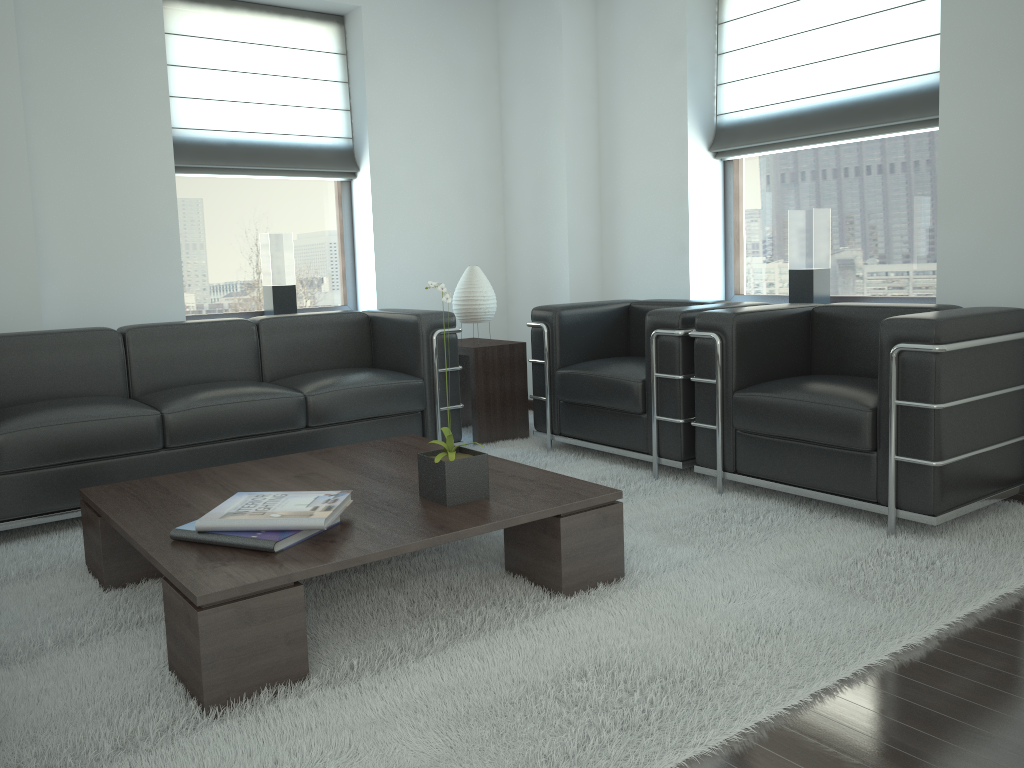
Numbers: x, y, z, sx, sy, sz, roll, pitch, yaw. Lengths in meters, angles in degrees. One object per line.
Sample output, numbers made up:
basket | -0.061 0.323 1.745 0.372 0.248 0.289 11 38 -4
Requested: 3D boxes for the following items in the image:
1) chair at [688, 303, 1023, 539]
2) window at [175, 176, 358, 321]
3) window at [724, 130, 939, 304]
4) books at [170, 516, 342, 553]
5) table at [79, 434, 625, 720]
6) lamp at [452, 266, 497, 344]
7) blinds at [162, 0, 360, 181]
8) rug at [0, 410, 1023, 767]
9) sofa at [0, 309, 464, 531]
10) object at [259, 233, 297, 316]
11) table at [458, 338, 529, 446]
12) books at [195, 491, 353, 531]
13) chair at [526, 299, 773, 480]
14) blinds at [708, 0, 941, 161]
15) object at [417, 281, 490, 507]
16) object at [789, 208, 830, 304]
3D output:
chair | 2.010 0.130 5.260 1.125 1.166 1.649 -7 9 -36
window | -2.229 -1.908 7.786 1.703 2.723 0.146 -7 8 -36
window | 2.512 -1.941 6.818 0.146 2.723 2.136 -6 8 -36
books | -1.040 0.583 3.636 0.518 0.045 0.447 2 9 24
table | -0.830 0.728 4.297 1.939 0.439 1.924 -8 10 -36
lamp | -0.314 -0.668 7.444 0.374 0.652 0.376 -3 7 -7
blinds | -2.151 -2.516 7.595 1.689 1.471 0.222 -7 8 -36
rug | -0.790 0.839 4.865 6.263 0.110 5.178 -8 10 -36
sofa | -2.039 0.169 6.015 3.483 1.166 1.125 -8 9 -36
object | -2.031 -0.921 7.717 0.239 0.773 0.244 -7 8 -36
table | -0.310 0.063 7.580 0.527 0.842 0.787 -7 8 -36
books | -0.972 0.527 3.689 0.518 0.045 0.448 -1 8 5
chair | 1.015 -0.023 6.616 1.125 1.166 1.649 -7 9 -36
blinds | 2.356 -2.544 6.650 0.222 1.471 2.127 -6 9 -36
object | -0.301 0.027 4.021 0.253 0.989 0.336 -7 8 -36
object | 2.272 -0.942 6.771 0.239 0.773 0.244 -7 8 -36
